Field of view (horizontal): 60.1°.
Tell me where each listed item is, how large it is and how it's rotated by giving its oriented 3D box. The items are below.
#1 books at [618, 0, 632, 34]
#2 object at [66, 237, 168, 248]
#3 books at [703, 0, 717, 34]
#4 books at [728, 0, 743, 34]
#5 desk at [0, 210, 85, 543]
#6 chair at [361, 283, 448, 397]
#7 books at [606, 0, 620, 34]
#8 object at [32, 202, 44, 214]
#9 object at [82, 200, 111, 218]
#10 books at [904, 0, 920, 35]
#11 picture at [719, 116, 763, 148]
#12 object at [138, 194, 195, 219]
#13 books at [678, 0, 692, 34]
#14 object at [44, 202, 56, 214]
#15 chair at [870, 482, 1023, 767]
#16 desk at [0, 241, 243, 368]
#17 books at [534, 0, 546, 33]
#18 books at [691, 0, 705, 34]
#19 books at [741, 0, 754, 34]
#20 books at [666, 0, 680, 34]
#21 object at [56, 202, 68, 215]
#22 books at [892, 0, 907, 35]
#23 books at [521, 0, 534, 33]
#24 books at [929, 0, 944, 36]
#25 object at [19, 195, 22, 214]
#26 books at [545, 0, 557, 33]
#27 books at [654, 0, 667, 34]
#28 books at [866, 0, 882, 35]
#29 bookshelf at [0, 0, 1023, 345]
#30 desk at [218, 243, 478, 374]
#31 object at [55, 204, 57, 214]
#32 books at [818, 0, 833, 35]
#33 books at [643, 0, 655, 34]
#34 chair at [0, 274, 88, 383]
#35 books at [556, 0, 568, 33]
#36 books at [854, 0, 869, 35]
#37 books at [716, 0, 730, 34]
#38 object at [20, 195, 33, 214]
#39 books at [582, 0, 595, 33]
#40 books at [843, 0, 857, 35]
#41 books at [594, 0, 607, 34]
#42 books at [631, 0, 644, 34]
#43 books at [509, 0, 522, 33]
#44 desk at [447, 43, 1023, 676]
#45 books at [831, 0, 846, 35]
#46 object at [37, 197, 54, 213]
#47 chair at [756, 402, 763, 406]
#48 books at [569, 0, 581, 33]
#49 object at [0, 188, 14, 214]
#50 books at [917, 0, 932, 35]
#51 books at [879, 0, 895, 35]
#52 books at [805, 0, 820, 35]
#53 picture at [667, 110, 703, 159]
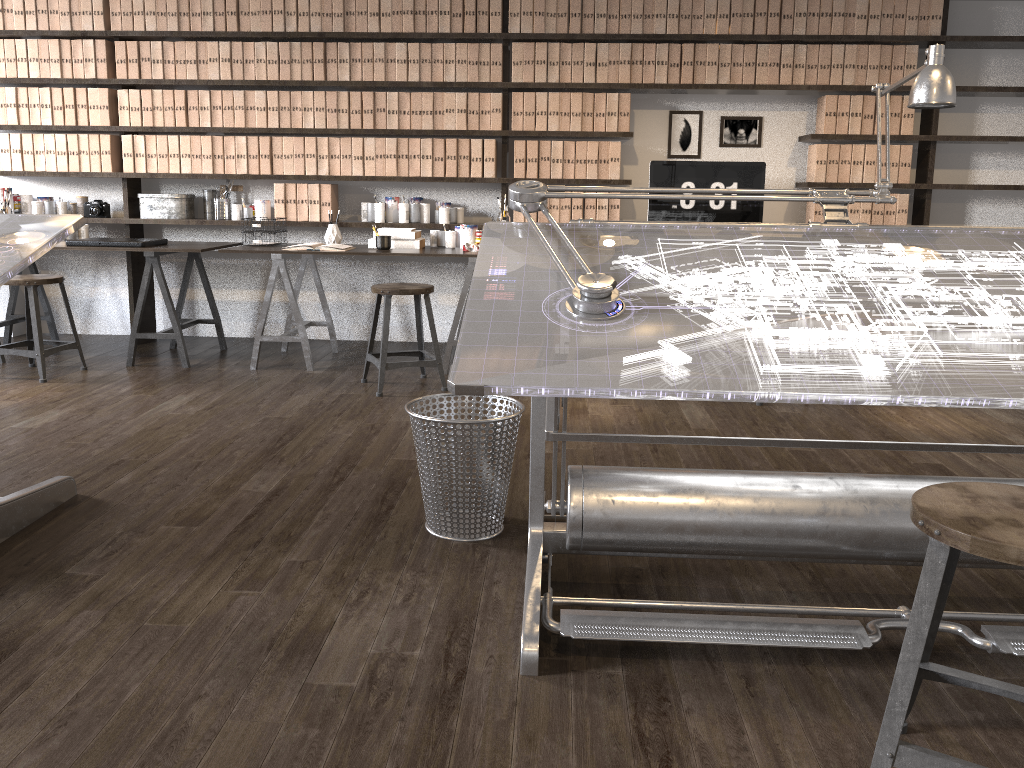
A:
[{"bbox_3d":[0.654,-2.127,5.140,0.067,0.224,0.176,1,11,3],"label":"books"},{"bbox_3d":[-2.225,-0.800,5.006,0.445,0.033,0.315,1,12,3],"label":"object"},{"bbox_3d":[1.133,-2.114,5.113,0.067,0.224,0.176,1,11,3],"label":"books"},{"bbox_3d":[1.277,-2.110,5.103,0.067,0.224,0.176,1,11,3],"label":"books"},{"bbox_3d":[-2.417,-0.240,2.387,2.280,1.375,1.086,1,11,3],"label":"desk"},{"bbox_3d":[-0.555,-0.236,4.503,0.372,0.523,0.361,-4,11,-23],"label":"chair"},{"bbox_3d":[0.583,-2.129,5.143,0.067,0.224,0.176,1,11,3],"label":"books"},{"bbox_3d":[-2.924,-1.077,5.463,0.062,0.093,0.062,-1,11,-11],"label":"object"},{"bbox_3d":[-2.573,-1.082,5.468,0.171,0.108,0.092,1,11,3],"label":"object"},{"bbox_3d":[2.256,-2.085,5.056,0.067,0.224,0.176,1,11,3],"label":"books"},{"bbox_3d":[1.386,-1.528,5.369,0.251,0.182,0.023,1,10,3],"label":"picture"},{"bbox_3d":[-2.134,-1.099,5.481,0.317,0.151,0.194,1,11,2],"label":"object"},{"bbox_3d":[0.993,-2.118,5.122,0.067,0.224,0.176,1,11,3],"label":"books"},{"bbox_3d":[-2.855,-1.079,5.474,0.062,0.092,0.064,-1,11,-11],"label":"object"},{"bbox_3d":[0.793,0.460,1.428,0.373,0.523,0.360,7,12,31],"label":"chair"},{"bbox_3d":[-2.498,-0.490,5.190,1.668,0.664,0.662,1,11,3],"label":"desk"},{"bbox_3d":[0.164,-2.138,5.157,0.067,0.224,0.176,1,11,3],"label":"books"},{"bbox_3d":[1.063,-2.117,5.121,0.067,0.224,0.176,1,11,3],"label":"books"},{"bbox_3d":[1.340,-2.109,5.104,0.067,0.223,0.176,1,11,3],"label":"books"},{"bbox_3d":[0.923,-2.119,5.122,0.067,0.224,0.176,1,11,3],"label":"books"},{"bbox_3d":[-2.791,-1.082,5.493,0.062,0.093,0.062,-1,11,-11],"label":"object"},{"bbox_3d":[2.187,-2.088,5.066,0.067,0.224,0.176,1,11,3],"label":"books"},{"bbox_3d":[0.092,-2.140,5.161,0.067,0.224,0.176,1,11,3],"label":"books"},{"bbox_3d":[2.386,-2.082,5.052,0.067,0.223,0.176,1,11,3],"label":"books"},{"bbox_3d":[-3.079,-1.132,5.598,0.072,0.128,0.071,-8,13,-39],"label":"object"},{"bbox_3d":[0.227,-2.137,5.159,0.067,0.223,0.176,1,11,3],"label":"books"},{"bbox_3d":[0.851,-2.121,5.127,0.067,0.223,0.176,1,11,3],"label":"books"},{"bbox_3d":[2.047,-2.091,5.067,0.067,0.224,0.176,1,11,3],"label":"books"},{"bbox_3d":[-0.886,-1.090,5.481,9.176,3.180,0.377,1,10,3],"label":"bookshelf"},{"bbox_3d":[-0.736,-0.445,5.104,1.668,0.664,0.662,1,11,3],"label":"desk"},{"bbox_3d":[-2.848,-1.087,5.560,0.054,0.079,0.054,7,12,30],"label":"object"},{"bbox_3d":[1.778,-2.098,5.085,0.067,0.224,0.176,1,11,3],"label":"books"},{"bbox_3d":[0.788,-2.123,5.132,0.067,0.223,0.176,1,11,3],"label":"books"},{"bbox_3d":[-2.522,-0.301,4.667,0.372,0.523,0.361,3,11,11],"label":"chair"},{"bbox_3d":[0.293,-2.136,5.158,0.067,0.223,0.176,1,11,3],"label":"books"},{"bbox_3d":[1.974,-2.093,5.072,0.067,0.223,0.176,1,11,3],"label":"books"},{"bbox_3d":[1.205,-2.112,5.107,0.067,0.224,0.176,1,11,3],"label":"books"},{"bbox_3d":[-3.030,-1.118,5.536,0.070,0.129,0.070,10,13,40],"label":"object"},{"bbox_3d":[0.442,-2.132,5.151,0.067,0.224,0.176,1,11,3],"label":"books"},{"bbox_3d":[1.912,-2.095,5.077,0.067,0.223,0.176,1,11,3],"label":"books"},{"bbox_3d":[0.512,-2.130,5.142,0.067,0.224,0.176,1,11,3],"label":"books"},{"bbox_3d":[0.721,-2.124,5.131,0.067,0.224,0.176,1,11,3],"label":"books"},{"bbox_3d":[0.019,-2.142,5.168,0.067,0.224,0.176,1,11,3],"label":"books"},{"bbox_3d":[0.931,-0.155,2.224,2.068,1.375,1.086,1,11,3],"label":"desk"},{"bbox_3d":[1.845,-2.095,5.076,0.067,0.224,0.176,1,11,3],"label":"books"},{"bbox_3d":[-2.932,-1.114,5.571,0.095,0.127,0.094,8,13,33],"label":"object"},{"bbox_3d":[1.256,-0.196,4.440,0.359,0.523,0.374,-5,12,-28],"label":"chair"},{"bbox_3d":[0.366,-2.133,5.149,0.067,0.224,0.176,1,11,3],"label":"books"},{"bbox_3d":[-3.137,-1.122,5.465,0.106,0.175,0.108,2,10,4],"label":"object"},{"bbox_3d":[2.323,-2.084,5.057,0.067,0.223,0.176,1,11,3],"label":"books"},{"bbox_3d":[2.117,-2.090,5.067,0.067,0.224,0.176,1,11,3],"label":"books"},{"bbox_3d":[1.707,-2.100,5.088,0.067,0.224,0.176,1,11,3],"label":"books"},{"bbox_3d":[1.052,-1.517,5.390,0.201,0.282,0.022,1,10,2],"label":"picture"}]
